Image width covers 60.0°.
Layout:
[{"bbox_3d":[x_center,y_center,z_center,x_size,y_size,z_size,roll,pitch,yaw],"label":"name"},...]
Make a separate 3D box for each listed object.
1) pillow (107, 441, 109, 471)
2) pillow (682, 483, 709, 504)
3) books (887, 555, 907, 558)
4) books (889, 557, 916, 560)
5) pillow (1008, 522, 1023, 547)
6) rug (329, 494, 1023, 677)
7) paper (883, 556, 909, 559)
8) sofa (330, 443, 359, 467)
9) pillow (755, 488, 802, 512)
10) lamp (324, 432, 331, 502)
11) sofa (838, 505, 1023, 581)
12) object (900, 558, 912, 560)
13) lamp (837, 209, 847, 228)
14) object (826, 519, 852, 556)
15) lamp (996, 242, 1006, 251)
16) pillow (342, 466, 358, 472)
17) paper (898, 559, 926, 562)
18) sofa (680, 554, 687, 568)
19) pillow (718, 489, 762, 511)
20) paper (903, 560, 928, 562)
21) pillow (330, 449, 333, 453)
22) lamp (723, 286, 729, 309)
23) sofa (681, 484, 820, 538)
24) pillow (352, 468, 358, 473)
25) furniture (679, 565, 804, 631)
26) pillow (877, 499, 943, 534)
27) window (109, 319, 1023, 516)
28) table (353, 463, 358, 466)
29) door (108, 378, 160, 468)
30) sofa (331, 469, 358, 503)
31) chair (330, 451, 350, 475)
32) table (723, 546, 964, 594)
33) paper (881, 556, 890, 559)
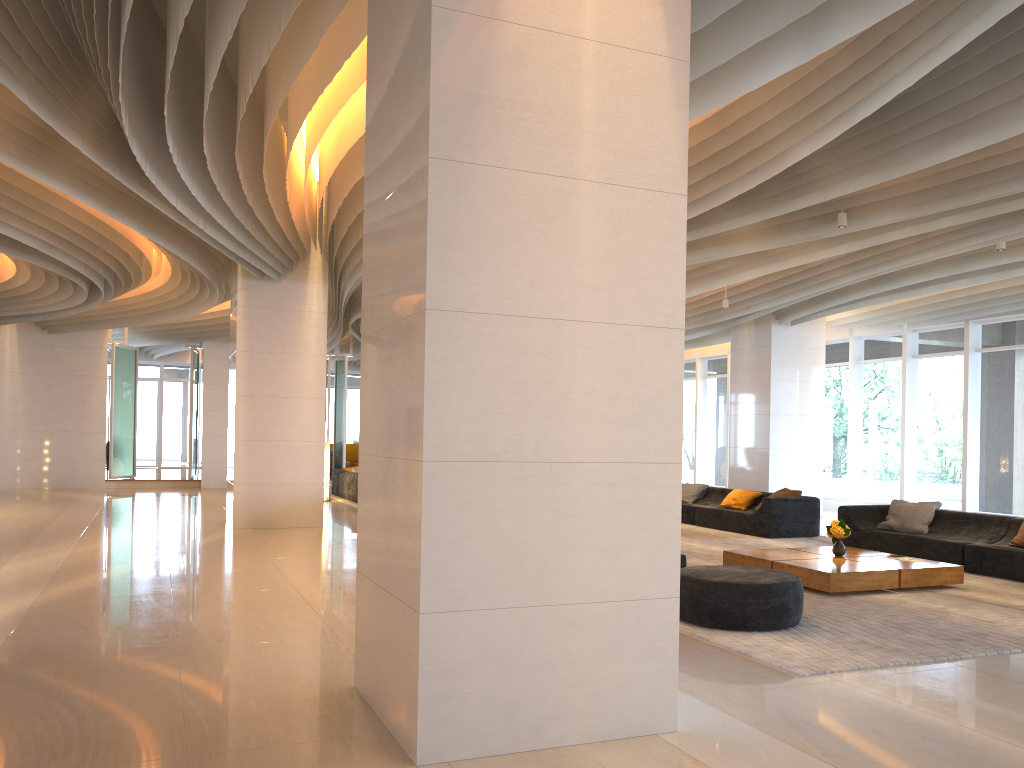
[{"bbox_3d":[-10.582,1.783,21.858,1.539,1.005,1.122,2,-2,-25],"label":"pillow"},{"bbox_3d":[3.029,1.904,15.207,0.467,0.416,0.657,2,-3,-22],"label":"pillow"},{"bbox_3d":[3.855,1.730,8.882,0.184,0.011,0.110,3,-4,-32],"label":"books"},{"bbox_3d":[3.880,1.730,8.807,0.185,0.011,0.208,4,-5,-41],"label":"books"},{"bbox_3d":[5.500,1.553,9.202,0.375,0.374,0.569,2,-3,-23],"label":"pillow"},{"bbox_3d":[1.262,2.205,13.679,5.584,0.022,16.032,3,-4,-22],"label":"rug"},{"bbox_3d":[3.840,1.739,8.897,0.261,0.001,0.183,3,-4,-31],"label":"paper"},{"bbox_3d":[-4.995,2.297,27.636,2.605,0.900,1.093,3,-3,-33],"label":"sofa"},{"bbox_3d":[3.943,1.737,13.158,0.547,0.377,0.639,1,-3,0],"label":"pillow"},{"bbox_3d":[-3.798,1.652,17.996,0.253,1.450,0.247,1,0,-23],"label":"lamp"},{"bbox_3d":[5.243,1.728,9.451,1.350,0.581,4.149,2,-4,-15],"label":"sofa"},{"bbox_3d":[3.915,1.725,8.768,0.184,0.014,0.103,4,-5,-41],"label":"object"},{"bbox_3d":[3.282,-2.302,8.777,0.088,1.505,0.090,1,0,23],"label":"lamp"},{"bbox_3d":[3.281,1.543,8.927,0.269,0.376,0.233,2,-1,-21],"label":"object"},{"bbox_3d":[5.331,-2.209,9.647,0.088,1.505,0.090,1,0,23],"label":"lamp"},{"bbox_3d":[-3.528,2.001,19.775,0.335,0.316,0.416,0,-3,39],"label":"pillow"},{"bbox_3d":[3.944,1.730,8.723,0.261,0.001,0.183,4,-4,-36],"label":"paper"},{"bbox_3d":[0.982,1.622,9.018,1.372,0.576,2.227,2,-4,-22],"label":"sofa"},{"bbox_3d":[3.552,1.853,13.906,0.456,0.394,0.629,2,-3,-23],"label":"pillow"},{"bbox_3d":[3.944,1.731,8.723,0.264,0.001,0.187,4,-4,-35],"label":"paper"},{"bbox_3d":[-5.132,1.967,25.115,0.480,0.454,0.610,3,-3,-41],"label":"pillow"},{"bbox_3d":[3.443,-1.966,14.236,0.090,1.505,0.087,1,0,-32],"label":"lamp"},{"bbox_3d":[3.117,1.988,14.380,1.370,0.582,4.093,2,-4,-23],"label":"sofa"},{"bbox_3d":[-2.922,1.909,17.999,0.554,0.376,0.643,2,-3,-27],"label":"pillow"},{"bbox_3d":[1.697,1.603,6.714,0.991,0.364,0.977,2,-3,-13],"label":"furniture"},{"bbox_3d":[4.862,1.615,10.865,0.557,0.377,0.627,4,-4,-44],"label":"pillow"},{"bbox_3d":[4.490,0.644,17.236,53.593,3.218,22.536,-1,-4,33],"label":"window"},{"bbox_3d":[-4.200,2.499,25.921,0.833,0.318,1.062,4,-4,-41],"label":"table"},{"bbox_3d":[-11.792,1.218,27.604,1.478,2.769,0.059,2,0,-23],"label":"door"},{"bbox_3d":[-1.834,2.086,18.157,2.861,0.653,5.029,2,-4,-22],"label":"sofa"},{"bbox_3d":[-5.222,2.105,25.428,1.146,1.004,1.506,2,-3,-14],"label":"chair"},{"bbox_3d":[3.226,1.831,8.783,1.621,0.220,1.582,3,-4,-22],"label":"table"},{"bbox_3d":[3.836,1.739,8.899,0.267,0.001,0.194,3,-4,-31],"label":"paper"}]
